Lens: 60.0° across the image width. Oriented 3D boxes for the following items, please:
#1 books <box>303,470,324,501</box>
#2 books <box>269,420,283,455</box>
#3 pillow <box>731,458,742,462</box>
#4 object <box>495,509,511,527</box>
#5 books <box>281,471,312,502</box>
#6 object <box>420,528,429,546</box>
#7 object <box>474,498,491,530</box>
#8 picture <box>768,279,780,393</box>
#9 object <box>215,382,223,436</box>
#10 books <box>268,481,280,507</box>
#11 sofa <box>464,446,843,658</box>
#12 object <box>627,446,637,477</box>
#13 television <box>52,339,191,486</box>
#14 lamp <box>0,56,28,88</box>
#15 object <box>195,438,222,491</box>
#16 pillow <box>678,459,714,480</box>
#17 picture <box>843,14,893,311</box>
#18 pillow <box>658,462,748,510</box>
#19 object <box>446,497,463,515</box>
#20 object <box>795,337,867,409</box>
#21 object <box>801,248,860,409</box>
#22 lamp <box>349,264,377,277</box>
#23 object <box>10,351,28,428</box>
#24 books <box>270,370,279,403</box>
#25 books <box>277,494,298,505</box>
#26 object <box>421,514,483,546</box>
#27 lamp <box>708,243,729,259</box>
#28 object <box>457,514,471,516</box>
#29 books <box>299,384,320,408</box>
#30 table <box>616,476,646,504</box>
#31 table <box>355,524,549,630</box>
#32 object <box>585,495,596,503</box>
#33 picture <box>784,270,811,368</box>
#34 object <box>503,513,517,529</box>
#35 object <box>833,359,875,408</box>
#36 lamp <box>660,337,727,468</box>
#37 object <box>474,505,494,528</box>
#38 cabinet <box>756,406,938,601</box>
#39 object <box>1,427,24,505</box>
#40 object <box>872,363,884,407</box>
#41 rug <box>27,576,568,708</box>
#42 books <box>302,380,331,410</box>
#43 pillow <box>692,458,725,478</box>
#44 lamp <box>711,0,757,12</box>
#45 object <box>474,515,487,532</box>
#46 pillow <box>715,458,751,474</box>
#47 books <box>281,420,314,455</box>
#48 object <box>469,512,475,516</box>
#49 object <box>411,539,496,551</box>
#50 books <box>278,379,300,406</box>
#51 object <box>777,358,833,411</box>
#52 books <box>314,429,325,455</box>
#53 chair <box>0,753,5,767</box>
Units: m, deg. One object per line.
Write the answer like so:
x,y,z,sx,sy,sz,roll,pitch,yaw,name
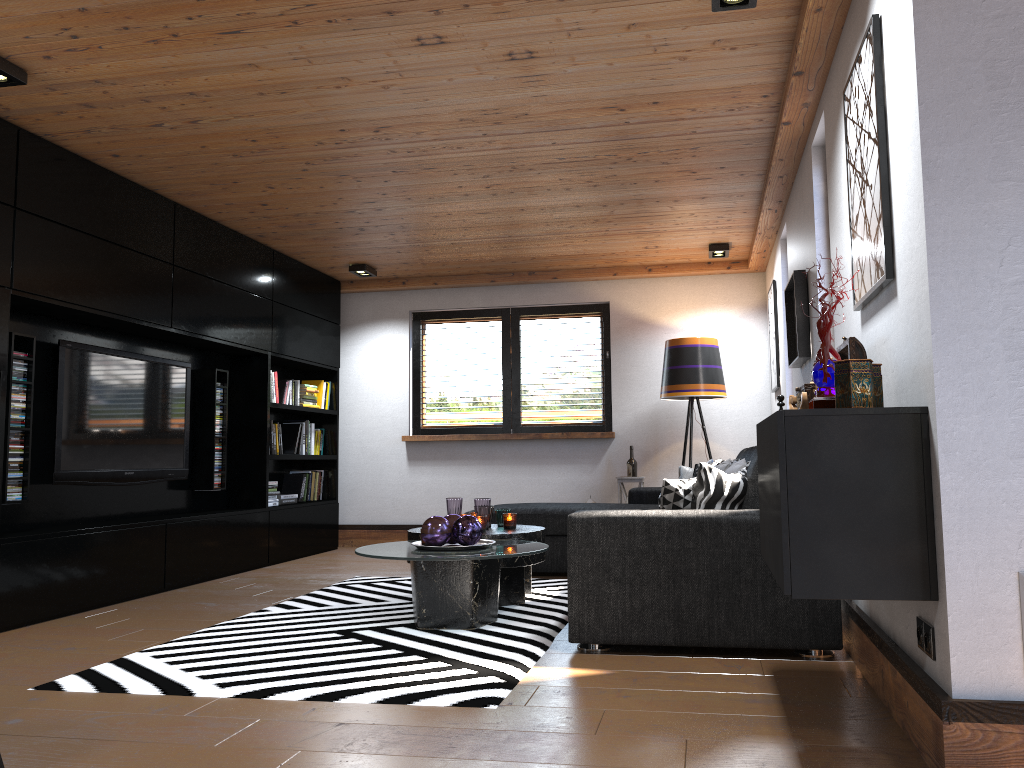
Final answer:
-1.781,0.885,7.726,0.211,0.261,0.253,-2,-5,12,books
-1.939,0.426,6.997,0.209,0.270,0.237,-2,-5,11,books
1.138,0.590,4.902,0.274,0.356,0.730,-2,-5,12,pillow
-0.051,0.754,4.992,0.093,0.099,0.091,4,-7,-41,object
-1.825,0.871,7.522,0.206,0.256,0.245,-2,-5,11,books
-0.393,0.722,4.182,0.078,0.081,0.080,-3,-6,27,object
-0.159,0.704,4.802,0.095,0.168,0.094,1,-6,-17,object
1.962,-0.344,6.650,0.020,0.783,0.564,-2,-6,12,picture
-2.138,0.180,6.270,0.124,0.380,0.125,-2,-6,12,object
-1.960,0.847,6.817,0.257,0.188,0.304,-2,-5,18,books
0.534,0.773,5.013,2.078,0.819,3.100,-2,-5,12,sofa
0.985,0.650,7.285,0.088,0.287,0.087,2,-6,-25,object
-2.342,0.211,5.402,0.050,0.814,1.257,-2,-5,12,television
-2.106,-1.281,3.561,0.154,0.068,0.262,-2,-5,12,lamp
-2.134,0.558,6.232,0.124,0.379,0.125,-2,-6,12,object
1.275,0.683,6.032,0.218,0.347,0.564,0,-5,-8,pillow
1.120,-0.662,2.810,0.020,0.783,0.564,-2,-6,12,picture
0.838,0.504,3.760,0.541,0.346,0.297,2,-6,-28,pillow
-0.319,0.716,4.917,0.095,0.168,0.094,1,-6,-17,object
1.048,-0.015,2.944,0.209,0.271,0.288,-2,-5,12,object
0.957,-0.156,2.655,0.151,0.505,0.326,-2,-6,11,object
-1.253,-0.958,7.455,0.154,0.068,0.262,-2,-5,12,lamp
-2.538,0.029,4.446,0.124,0.380,0.125,-2,-6,12,object
-1.942,0.016,6.815,0.207,0.270,0.241,-2,-5,12,books
-1.891,0.933,7.162,0.208,0.073,0.267,-2,-5,15,books
-0.281,0.684,4.148,0.285,0.143,0.263,0,-5,-5,object
1.610,-1.042,6.902,0.154,0.068,0.262,-2,-5,12,lamp
-0.261,0.750,4.828,0.078,0.081,0.080,-3,-6,27,object
-1.806,0.112,7.559,0.259,0.197,0.297,-2,-5,14,books
0.979,1.065,7.250,0.225,0.609,0.225,-2,-6,12,table
-0.203,0.941,4.416,0.892,0.372,1.529,-2,-5,13,table
0.656,1.152,7.358,0.252,0.463,0.252,-2,-6,12,object
1.535,-0.336,4.779,0.066,0.451,0.561,-2,-5,12,picture
-0.011,0.749,4.853,0.078,0.081,0.080,-3,-6,27,object
0.908,0.004,2.352,0.108,0.135,0.097,-1,-5,2,object
1.982,0.503,7.066,1.636,1.701,0.520,0,-6,-10,lamp
-0.154,0.737,4.917,0.114,0.122,0.113,0,-5,-12,object
0.948,0.332,2.649,0.356,0.469,0.958,-2,-5,12,cabinet
-2.534,0.406,4.409,0.124,0.379,0.125,-2,-6,12,object
0.979,0.013,2.466,0.107,0.135,0.098,-6,-7,43,object
-0.542,1.128,4.282,1.654,0.020,2.911,-2,-5,12,rug
-1.727,0.103,7.812,0.211,0.261,0.211,-2,-5,12,books
1.240,0.645,5.526,0.310,0.364,0.669,-1,-5,7,pillow
0.756,-1.365,3.009,0.154,0.068,0.262,-2,-5,12,lamp
-0.172,0.736,4.668,0.078,0.081,0.080,-3,-6,27,object
1.012,0.522,4.267,0.283,0.329,0.727,-1,-5,2,pillow
-1.832,0.449,7.423,0.221,0.296,0.346,-2,-5,12,books
-0.204,0.766,5.025,0.078,0.081,0.080,-3,-6,27,object
-0.273,0.748,4.127,0.390,0.022,0.398,-4,-6,30,object
-1.900,0.076,7.286,0.181,0.233,0.285,-2,-5,15,books
0.969,0.018,2.902,0.201,0.197,0.357,-3,-6,23,object
-1.775,0.507,7.740,0.188,0.238,0.290,-2,-5,11,books
-1.357,0.594,1.910,0.391,0.722,0.394,-2,-6,12,chair
